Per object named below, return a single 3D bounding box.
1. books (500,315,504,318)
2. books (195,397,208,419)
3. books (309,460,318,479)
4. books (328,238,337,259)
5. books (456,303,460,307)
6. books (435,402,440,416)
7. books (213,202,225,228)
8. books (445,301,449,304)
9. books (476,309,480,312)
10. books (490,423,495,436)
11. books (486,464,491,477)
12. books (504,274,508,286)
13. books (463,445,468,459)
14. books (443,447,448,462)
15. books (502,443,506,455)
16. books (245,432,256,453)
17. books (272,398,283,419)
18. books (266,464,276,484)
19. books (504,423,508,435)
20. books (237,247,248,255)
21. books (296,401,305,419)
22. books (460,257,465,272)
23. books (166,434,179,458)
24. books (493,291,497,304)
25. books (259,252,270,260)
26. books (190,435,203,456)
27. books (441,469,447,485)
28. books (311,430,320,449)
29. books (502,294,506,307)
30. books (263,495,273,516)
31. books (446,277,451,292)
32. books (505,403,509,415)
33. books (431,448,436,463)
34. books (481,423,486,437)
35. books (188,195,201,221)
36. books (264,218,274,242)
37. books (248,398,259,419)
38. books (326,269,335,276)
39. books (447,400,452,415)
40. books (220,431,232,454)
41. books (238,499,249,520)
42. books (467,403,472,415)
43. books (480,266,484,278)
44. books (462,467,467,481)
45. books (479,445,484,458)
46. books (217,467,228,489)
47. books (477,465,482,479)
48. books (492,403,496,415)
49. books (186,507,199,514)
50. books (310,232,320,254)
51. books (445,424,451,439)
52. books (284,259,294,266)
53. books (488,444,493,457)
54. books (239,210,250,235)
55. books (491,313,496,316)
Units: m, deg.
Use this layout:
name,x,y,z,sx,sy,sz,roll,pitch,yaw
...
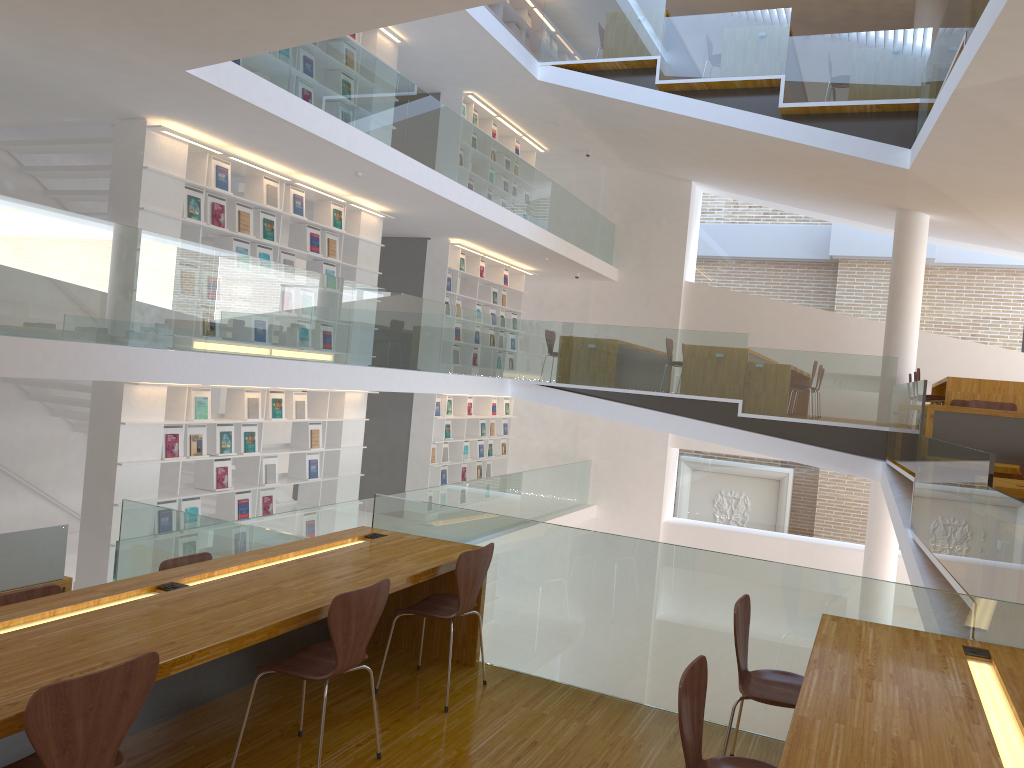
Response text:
name,x,y,z,sx,sy,sz,roll,pitch,yaw
books,-0.161,-0.984,14.102,0.037,0.210,0.145,5,0,23
books,-2.783,0.222,7.952,0.037,0.210,0.145,5,0,23
books,-2.151,0.927,9.615,0.037,0.210,0.145,5,0,23
books,-1.944,-1.459,9.586,0.037,0.210,0.145,5,0,23
books,-0.775,-1.039,12.633,0.037,0.210,0.145,5,0,23
books,-1.034,0.353,12.316,0.037,0.210,0.145,5,0,23
books,-2.628,-1.509,7.944,0.037,0.210,0.145,5,0,23
books,-0.915,-1.039,12.292,0.037,0.210,0.145,5,0,23
books,-0.507,-1.016,13.278,0.037,0.210,0.145,5,0,23
books,-0.312,0.724,14.130,0.037,0.210,0.145,5,0,23
books,-0.374,1.383,14.120,0.037,0.210,0.145,5,0,23
books,-0.100,-1.633,14.112,0.037,0.210,0.145,5,0,23
books,-0.691,1.027,13.294,0.037,0.210,0.145,5,0,23
books,-0.952,1.013,12.659,0.037,0.210,0.145,5,0,23
books,-0.132,1.079,14.630,0.037,0.210,0.145,5,0,23
books,-2.542,0.570,8.604,0.037,0.210,0.145,5,0,23
books,-2.367,0.252,8.950,0.037,0.210,0.145,5,0,23
books,-2.432,0.916,8.943,0.037,0.210,0.145,5,0,23
books,-0.104,0.755,14.624,0.037,0.210,0.145,5,0,23
books,-2.515,-1.167,8.280,0.037,0.210,0.145,5,0,23
books,-2.219,0.283,9.309,0.037,0.210,0.145,5,0,23
books,-0.712,-1.693,12.639,0.037,0.210,0.145,5,0,23
books,-2.936,0.538,7.664,0.037,0.210,0.145,5,0,23
books,-0.263,-1.329,13.791,0.037,0.210,0.145,5,0,23
books,-2.393,-1.160,8.581,0.037,0.210,0.145,5,0,23
books,-2.828,0.561,7.950,0.037,0.210,0.145,5,0,23
books,-0.972,1.332,12.684,0.037,0.210,0.145,5,0,23
books,-2.131,0.600,9.599,0.037,0.210,0.145,5,0,23
books,-0.128,-1.319,14.115,0.037,0.210,0.145,5,0,23
books,-2.464,1.235,8.945,0.037,0.210,0.145,5,0,23
books,-0.882,-1.375,12.296,0.037,0.210,0.145,5,0,23
books,-0.077,0.420,14.623,0.037,0.210,0.145,5,0,23
books,-1.101,0.993,12.307,0.037,0.210,0.145,5,0,23
books,-0.447,0.714,13.806,0.037,0.210,0.145,5,0,23
books,-2.746,-1.514,7.663,0.037,0.210,0.145,5,0,23
books,-2.355,-1.488,8.591,0.037,0.210,0.145,5,0,23
books,-2.509,0.241,8.608,0.037,0.210,0.145,5,0,23
books,-1.965,-1.127,9.602,0.037,0.210,0.145,5,0,23
books,-0.897,0.330,12.647,0.037,0.210,0.145,5,0,23
books,-2.674,0.549,8.294,0.037,0.210,0.145,5,0,23
books,-2.605,1.224,8.606,0.037,0.210,0.145,5,0,23
books,-0.633,0.385,13.289,0.037,0.210,0.145,5,0,23
books,-0.449,-1.658,13.274,0.037,0.210,0.145,5,0,23
books,-0.720,1.354,13.296,0.037,0.210,0.145,5,0,23
books,-0.474,1.050,13.808,0.037,0.210,0.145,5,0,23
books,-2.707,0.881,8.287,0.037,0.210,0.145,5,0,23
books,-0.502,1.374,13.814,0.037,0.210,0.145,5,0,23
books,-0.284,0.411,14.127,0.037,0.210,0.145,5,0,23
books,-2.871,1.215,7.962,0.037,0.210,0.145,5,0,23
books,-2.065,-1.470,9.294,0.037,0.210,0.145,5,0,23
books,-0.917,0.684,12.670,0.037,0.210,0.145,5,0,23
books,-2.245,-1.143,8.930,0.037,0.210,0.145,5,0,23
books,-0.345,1.059,14.118,0.037,0.210,0.145,5,0,23
books,-2.494,-1.498,8.264,0.037,0.210,0.145,5,0,23
books,-0.290,-0.994,13.793,0.037,0.210,0.145,5,0,23
